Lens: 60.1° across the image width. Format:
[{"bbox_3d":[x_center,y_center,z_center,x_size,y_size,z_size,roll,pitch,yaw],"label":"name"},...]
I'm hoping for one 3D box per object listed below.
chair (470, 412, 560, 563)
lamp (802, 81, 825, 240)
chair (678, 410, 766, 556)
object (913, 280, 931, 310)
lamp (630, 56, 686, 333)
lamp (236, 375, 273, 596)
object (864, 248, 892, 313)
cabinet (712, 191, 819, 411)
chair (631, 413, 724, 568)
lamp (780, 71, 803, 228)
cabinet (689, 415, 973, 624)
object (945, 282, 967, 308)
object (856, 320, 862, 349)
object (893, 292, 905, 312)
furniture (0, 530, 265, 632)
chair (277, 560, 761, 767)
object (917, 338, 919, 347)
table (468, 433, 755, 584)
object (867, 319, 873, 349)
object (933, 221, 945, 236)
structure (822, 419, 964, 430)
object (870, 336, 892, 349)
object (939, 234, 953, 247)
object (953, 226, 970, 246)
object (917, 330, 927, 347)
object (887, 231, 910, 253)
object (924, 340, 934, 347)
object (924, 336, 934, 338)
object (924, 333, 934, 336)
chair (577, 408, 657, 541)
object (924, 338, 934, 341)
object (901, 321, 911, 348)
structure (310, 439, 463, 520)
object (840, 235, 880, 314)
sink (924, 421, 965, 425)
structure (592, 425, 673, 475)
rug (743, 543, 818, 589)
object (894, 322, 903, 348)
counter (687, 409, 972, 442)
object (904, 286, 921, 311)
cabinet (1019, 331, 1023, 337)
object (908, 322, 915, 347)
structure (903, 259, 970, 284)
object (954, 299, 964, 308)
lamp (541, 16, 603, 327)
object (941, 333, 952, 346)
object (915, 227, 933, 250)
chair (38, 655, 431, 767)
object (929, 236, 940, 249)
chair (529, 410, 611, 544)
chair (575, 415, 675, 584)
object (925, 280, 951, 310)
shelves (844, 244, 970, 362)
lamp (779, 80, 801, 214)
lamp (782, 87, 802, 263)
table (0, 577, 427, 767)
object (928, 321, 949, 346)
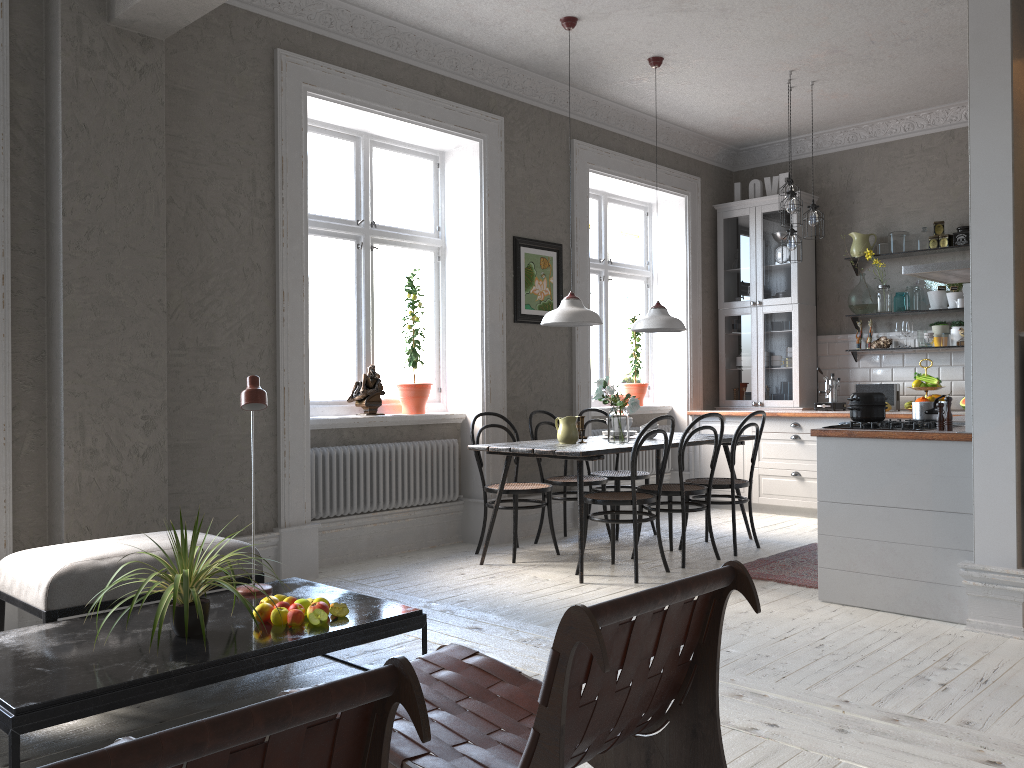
[{"bbox_3d":[0.009,0.644,5.720,0.447,0.920,0.537,0,0,-39],"label":"chair"},{"bbox_3d":[2.206,-1.940,6.508,0.144,1.735,0.149,-1,0,31],"label":"lamp"},{"bbox_3d":[1.387,0.632,5.821,0.537,0.920,0.447,-1,0,41],"label":"chair"},{"bbox_3d":[3.403,-0.726,7.348,0.134,0.264,0.128,0,0,-41],"label":"object"},{"bbox_3d":[0.987,-1.287,6.028,0.387,1.858,0.371,0,0,-39],"label":"lamp"},{"bbox_3d":[-0.994,0.388,3.380,0.139,0.839,0.249,0,0,-10],"label":"lamp"},{"bbox_3d":[3.053,-0.863,7.392,0.188,0.540,0.286,-1,0,36],"label":"object"},{"bbox_3d":[2.316,-0.702,8.061,0.860,1.921,0.396,-1,0,44],"label":"cabinet"},{"bbox_3d":[1.032,0.633,5.477,0.447,0.920,0.537,0,0,-39],"label":"chair"},{"bbox_3d":[1.976,-1.989,6.284,0.147,1.735,0.147,-1,0,1],"label":"lamp"},{"bbox_3d":[2.539,0.650,6.004,1.988,0.854,4.194,-1,0,1],"label":"cabinet"},{"bbox_3d":[3.533,-0.787,7.065,0.183,0.380,0.170,-1,0,4],"label":"object"},{"bbox_3d":[2.991,-0.422,7.631,0.052,0.264,0.062,-1,0,15],"label":"object"},{"bbox_3d":[3.256,-0.679,7.402,0.129,0.172,0.123,0,0,-43],"label":"object"},{"bbox_3d":[-1.520,0.863,3.551,0.571,0.476,0.845,-1,0,44],"label":"furniture"},{"bbox_3d":[-0.025,0.727,1.931,0.995,0.721,0.518,-1,0,44],"label":"chair"},{"bbox_3d":[3.372,-0.341,7.288,0.079,0.083,0.076,0,0,-29],"label":"object"},{"bbox_3d":[0.727,0.731,5.790,0.885,0.735,1.961,-1,0,44],"label":"table"},{"bbox_3d":[3.055,-0.423,7.548,0.062,0.264,0.053,0,0,-10],"label":"object"},{"bbox_3d":[3.437,-1.248,7.131,0.081,0.113,0.084,-1,0,24],"label":"object"},{"bbox_3d":[1.950,0.204,4.524,0.485,0.031,0.618,-1,0,44],"label":"structure"},{"bbox_3d":[3.111,-0.349,7.460,0.174,0.111,0.097,-1,0,21],"label":"object"},{"bbox_3d":[3.482,-1.137,7.100,0.084,0.113,0.081,0,0,-36],"label":"object"},{"bbox_3d":[3.604,-1.168,7.054,0.139,0.174,0.145,-1,0,44],"label":"object"},{"bbox_3d":[3.341,-0.368,7.212,0.078,0.139,0.079,-1,0,16],"label":"object"},{"bbox_3d":[3.216,-1.168,7.370,0.173,0.184,0.171,0,0,-7],"label":"object"},{"bbox_3d":[3.359,-0.325,7.133,0.075,0.051,0.079,-1,0,36],"label":"object"},{"bbox_3d":[3.359,-0.360,7.134,0.078,0.051,0.076,0,0,-28],"label":"object"},{"bbox_3d":[3.358,-0.385,7.134,0.076,0.051,0.078,-1,0,29],"label":"object"},{"bbox_3d":[0.755,0.640,6.480,0.447,0.920,0.538,0,0,-34],"label":"chair"},{"bbox_3d":[3.359,-0.342,7.133,0.075,0.051,0.079,-1,0,36],"label":"object"},{"bbox_3d":[3.233,-0.406,7.268,0.080,0.217,0.083,-1,0,30],"label":"object"},{"bbox_3d":[-0.799,0.591,5.684,0.145,0.428,1.249,-1,0,42],"label":"structure"},{"bbox_3d":[2.960,-0.930,7.543,0.331,0.674,0.341,-1,0,12],"label":"object"},{"bbox_3d":[2.507,0.109,4.905,0.517,0.720,0.496,-1,0,44],"label":"sink"},{"bbox_3d":[0.992,0.583,7.554,0.145,0.428,1.249,-1,0,42],"label":"structure"},{"bbox_3d":[1.856,1.075,5.305,0.720,0.014,1.316,-1,0,44],"label":"rug"},{"bbox_3d":[3.236,-0.405,7.398,0.080,0.217,0.083,-1,0,30],"label":"object"},{"bbox_3d":[2.111,0.244,6.203,3.094,0.039,3.463,-1,0,44],"label":"counter"},{"bbox_3d":[3.280,-0.697,7.252,0.127,0.206,0.123,0,0,-24],"label":"object"},{"bbox_3d":[2.515,0.422,3.659,0.652,1.297,0.392,-1,0,44],"label":"cabinet"},{"bbox_3d":[3.294,-0.406,7.336,0.080,0.217,0.083,-1,0,30],"label":"object"},{"bbox_3d":[2.779,-1.440,5.202,0.697,1.595,0.727,-1,0,44],"label":"structure"},{"bbox_3d":[3.536,-0.635,6.972,0.063,0.071,0.105,0,0,-16],"label":"object"},{"bbox_3d":[0.354,-1.284,5.369,0.382,1.858,0.377,0,0,-9],"label":"lamp"},{"bbox_3d":[3.479,-0.355,7.096,0.076,0.108,0.079,-1,0,37],"label":"object"},{"bbox_3d":[3.409,-1.187,7.318,0.139,0.220,0.140,-1,0,3],"label":"object"},{"bbox_3d":[-0.630,0.729,1.298,0.995,0.721,0.518,-1,0,44],"label":"chair"},{"bbox_3d":[3.423,-1.136,7.162,0.081,0.113,0.084,-1,0,44],"label":"object"},{"bbox_3d":[0.399,0.642,6.133,0.537,0.920,0.447,-1,0,41],"label":"chair"},{"bbox_3d":[0.657,0.635,5.080,0.537,0.920,0.447,-1,0,41],"label":"chair"},{"bbox_3d":[3.475,-0.774,7.193,0.238,0.354,0.240,0,0,-29],"label":"object"},{"bbox_3d":[3.397,-0.624,7.225,1.288,0.923,0.233,-1,0,44],"label":"shelves"},{"bbox_3d":[2.019,-2.119,6.467,0.144,1.735,0.149,-1,0,31],"label":"lamp"},{"bbox_3d":[2.087,-1.780,6.628,0.145,1.735,0.148,-1,0,11],"label":"lamp"},{"bbox_3d":[-1.063,0.954,2.937,0.831,0.303,1.338,-1,0,44],"label":"table"},{"bbox_3d":[3.473,-0.410,7.203,0.154,0.217,0.158,-1,0,23],"label":"object"}]
